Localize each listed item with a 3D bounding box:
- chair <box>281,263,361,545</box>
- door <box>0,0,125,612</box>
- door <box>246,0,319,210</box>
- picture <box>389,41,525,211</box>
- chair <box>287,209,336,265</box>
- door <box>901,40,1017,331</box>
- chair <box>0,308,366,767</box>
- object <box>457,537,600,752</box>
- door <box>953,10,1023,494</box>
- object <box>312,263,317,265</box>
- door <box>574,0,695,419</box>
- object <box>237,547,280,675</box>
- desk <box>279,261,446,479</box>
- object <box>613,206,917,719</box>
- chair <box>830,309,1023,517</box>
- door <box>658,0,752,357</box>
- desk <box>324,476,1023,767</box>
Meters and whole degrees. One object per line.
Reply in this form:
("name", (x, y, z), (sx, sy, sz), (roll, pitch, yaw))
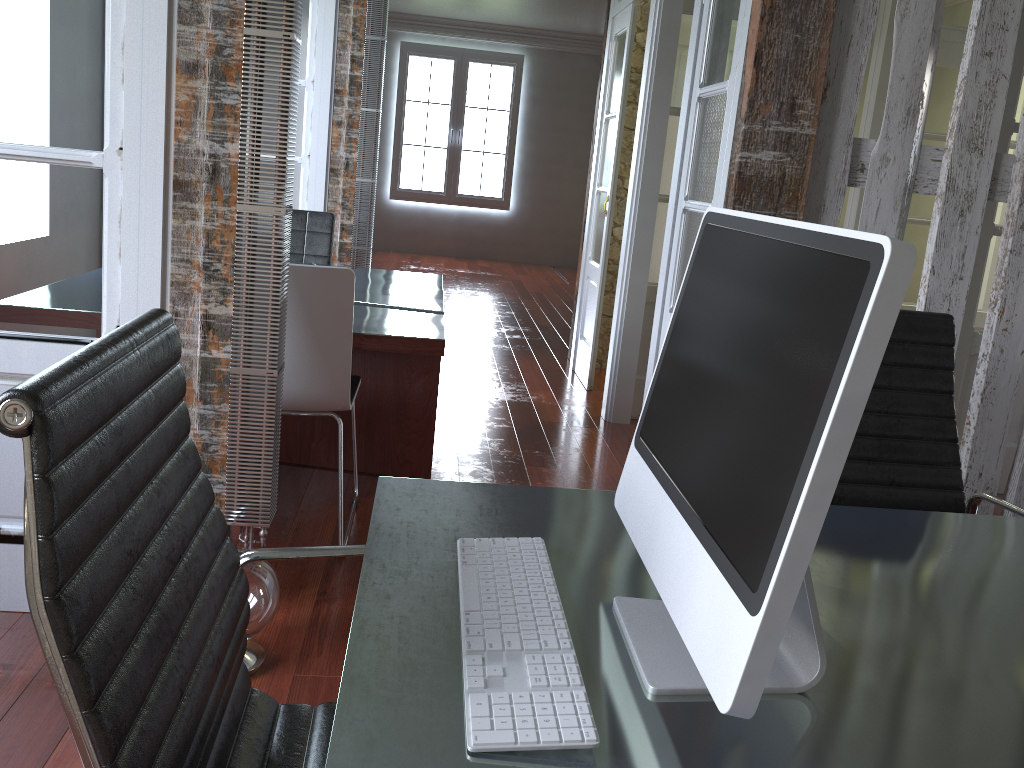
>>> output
("chair", (-0.725, 0.031, 2.850), (0.475, 0.910, 0.608), (5, 12, -6))
("door", (-1.441, -0.495, 2.065), (1.160, 2.159, 0.041), (5, 11, -6))
("door", (-1.696, -1.264, 5.107), (1.160, 2.159, 0.041), (5, 11, -6))
("picture", (-0.718, -3.305, 11.421), (1.579, 1.968, 0.128), (5, 11, -6))
("chair", (-1.163, -0.405, 4.455), (0.475, 0.910, 0.608), (5, 12, -6))
("door", (2.391, -0.714, 4.723), (1.076, 2.065, 0.041), (5, 11, -6))
("chair", (-0.201, 0.463, 1.073), (0.699, 1.012, 0.672), (5, 12, -2))
("object", (0.002, 0.267, 0.995), (0.118, 0.017, 0.444), (4, 14, -6))
("door", (2.473, -0.502, 3.889), (1.076, 2.065, 0.041), (5, 11, -6))
("object", (-0.980, -0.595, 4.446), (0.011, 0.011, 0.151), (-1, 15, -29))
("door", (0.615, -0.986, 4.913), (0.482, 2.160, 1.199), (-1, 13, -31))
("object", (-0.675, 0.569, 2.123), (0.220, 0.379, 0.237), (0, 13, -27))
("desk", (-1.040, -0.097, 3.777), (1.445, 0.647, 1.732), (4, 13, -6))
("object", (0.247, 0.064, 0.949), (0.189, 0.480, 0.489), (5, 12, -6))
("chair", (0.704, 0.395, 1.720), (0.665, 1.012, 0.707), (3, 12, -11))
("door", (0.725, -0.534, 3.101), (0.041, 2.157, 1.069), (5, 11, -6))
("desk", (1.046, 0.755, 0.984), (2.506, 0.720, 1.315), (4, 13, -6))
